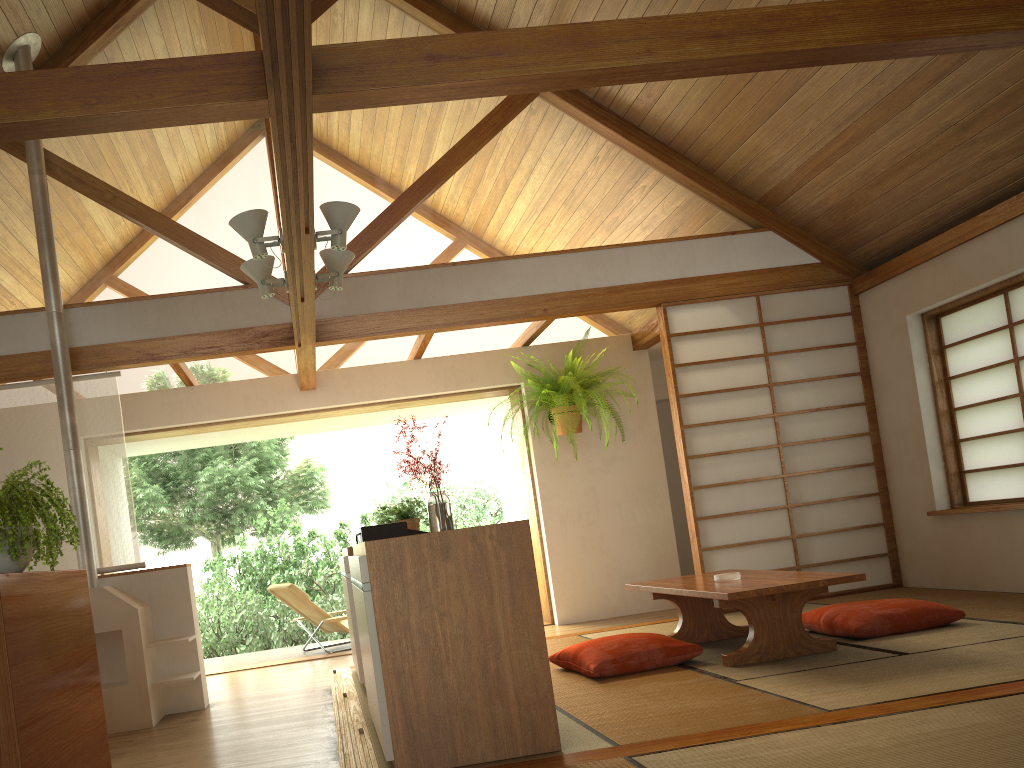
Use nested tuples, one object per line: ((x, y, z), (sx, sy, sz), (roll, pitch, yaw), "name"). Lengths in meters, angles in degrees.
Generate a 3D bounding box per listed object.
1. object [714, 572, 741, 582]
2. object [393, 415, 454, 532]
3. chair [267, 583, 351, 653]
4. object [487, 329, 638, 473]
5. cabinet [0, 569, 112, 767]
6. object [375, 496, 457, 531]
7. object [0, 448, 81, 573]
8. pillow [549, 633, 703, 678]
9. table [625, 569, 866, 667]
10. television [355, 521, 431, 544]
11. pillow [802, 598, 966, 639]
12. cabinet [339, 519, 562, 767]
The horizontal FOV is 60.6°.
((1.030, 0.922, 4.183), (0.111, 0.030, 0.129), (-2, -11, -35), "object")
((-0.350, 0.355, 3.505), (0.237, 0.496, 0.228), (-8, -3, -3), "object")
((-1.445, 1.974, 7.634), (1.156, 0.623, 0.865), (-3, -8, -34), "chair")
((0.477, 0.139, 6.865), (1.232, 1.119, 1.105), (-6, -6, -16), "object")
((-2.662, 1.153, 2.459), (2.739, 0.875, 0.861), (-7, -6, -6), "cabinet")
((-0.656, 0.845, 5.123), (0.537, 0.373, 0.534), (-14, -9, 41), "object")
((-1.467, 0.389, 2.502), (0.473, 0.348, 0.480), (-10, -7, 15), "object")
((0.528, 1.273, 4.172), (0.538, 0.147, 0.589), (-5, -9, -15), "pillow")
((1.066, 1.105, 4.200), (0.587, 0.333, 1.246), (-6, -9, -12), "table")
((-0.451, 0.913, 4.079), (0.481, 0.534, 0.662), (-7, -6, -11), "television")
((1.751, 1.130, 4.266), (0.545, 0.130, 0.582), (-6, -9, -10), "pillow")
((-0.457, 1.088, 4.072), (0.543, 0.730, 2.747), (-7, -9, -13), "cabinet")
